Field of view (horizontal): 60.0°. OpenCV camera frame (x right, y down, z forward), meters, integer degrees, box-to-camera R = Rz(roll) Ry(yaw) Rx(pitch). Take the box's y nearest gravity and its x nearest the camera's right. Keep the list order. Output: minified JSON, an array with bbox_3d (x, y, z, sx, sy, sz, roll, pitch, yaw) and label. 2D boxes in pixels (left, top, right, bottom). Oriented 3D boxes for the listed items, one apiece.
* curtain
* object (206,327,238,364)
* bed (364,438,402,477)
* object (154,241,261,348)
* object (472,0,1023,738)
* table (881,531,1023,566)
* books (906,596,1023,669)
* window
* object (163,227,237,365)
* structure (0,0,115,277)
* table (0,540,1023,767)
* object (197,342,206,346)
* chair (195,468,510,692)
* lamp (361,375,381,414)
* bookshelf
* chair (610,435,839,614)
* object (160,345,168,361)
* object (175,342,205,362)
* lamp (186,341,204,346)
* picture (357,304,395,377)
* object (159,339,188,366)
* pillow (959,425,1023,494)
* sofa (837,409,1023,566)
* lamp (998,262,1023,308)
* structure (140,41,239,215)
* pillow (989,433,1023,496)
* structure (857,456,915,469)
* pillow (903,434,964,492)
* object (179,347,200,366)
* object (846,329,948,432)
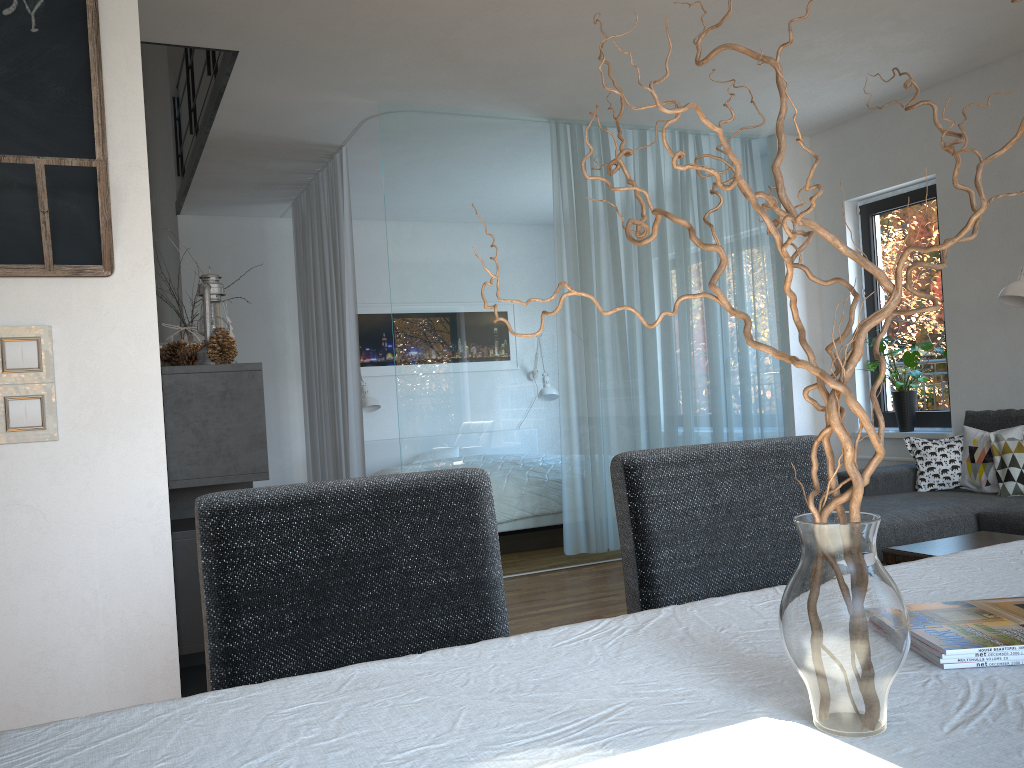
[{"bbox_3d":[-1.378,-0.164,6.582,0.154,2.733,1.809,-4,0,-23],"label":"curtain"},{"bbox_3d":[-0.751,-0.099,2.295,0.078,0.101,0.086,-4,0,-11],"label":"object"},{"bbox_3d":[-0.147,0.808,7.228,2.165,0.763,2.442,-3,-1,-25],"label":"bed"},{"bbox_3d":[-1.102,-0.270,3.137,0.426,0.522,0.298,-3,0,-28],"label":"object"},{"bbox_3d":[0.251,-0.086,0.823,0.615,0.785,0.403,-4,0,40],"label":"object"},{"bbox_3d":[1.901,0.783,2.926,0.570,0.409,1.180,-3,-1,-25],"label":"table"},{"bbox_3d":[0.581,0.278,1.011,0.278,0.022,0.204,-4,-1,2],"label":"books"},{"bbox_3d":[12.096,1.274,15.896,24.368,18.370,13.981,-3,0,-19],"label":"window"},{"bbox_3d":[-0.828,-0.231,2.370,0.163,0.383,0.154,-4,0,-9],"label":"object"},{"bbox_3d":[-1.127,-0.624,1.862,0.495,0.775,0.185,-3,0,-25],"label":"structure"},{"bbox_3d":[0.408,0.677,0.839,1.856,0.763,1.236,-3,-1,-24],"label":"table"},{"bbox_3d":[-0.957,-0.077,2.702,0.108,0.108,0.094,-4,-1,33],"label":"object"},{"bbox_3d":[-0.128,0.618,1.178,0.461,0.960,0.545,-4,0,-25],"label":"chair"},{"bbox_3d":[-1.368,-0.074,7.713,0.200,0.670,0.698,-4,-1,-34],"label":"lamp"},{"bbox_3d":[-0.947,0.575,2.718,0.237,1.200,1.190,-4,0,-25],"label":"bookshelf"},{"bbox_3d":[0.510,0.582,1.473,0.461,0.960,0.545,-4,0,-20],"label":"chair"},{"bbox_3d":[-1.061,-0.070,2.757,0.097,0.102,0.099,-4,-1,36],"label":"object"},{"bbox_3d":[-0.931,-0.074,2.634,0.114,0.101,0.110,-3,-1,-42],"label":"object"},{"bbox_3d":[-1.050,-0.079,3.013,0.098,0.131,0.106,-4,0,-12],"label":"lamp"},{"bbox_3d":[-0.723,-0.434,8.395,1.705,0.663,0.021,-3,0,-25],"label":"picture"},{"bbox_3d":[-1.014,-0.082,2.650,0.097,0.106,0.090,-4,0,-4],"label":"object"},{"bbox_3d":[2.445,0.386,4.543,0.173,0.344,0.360,-3,-1,-25],"label":"pillow"},{"bbox_3d":[2.233,0.565,3.650,2.162,0.848,2.509,-3,-1,-25],"label":"sofa"},{"bbox_3d":[2.706,-0.714,4.393,0.698,0.670,0.200,-3,0,-16],"label":"lamp"},{"bbox_3d":[-2.989,-0.555,5.021,2.684,4.131,4.584,-3,-1,-26],"label":"structure"},{"bbox_3d":[2.610,0.392,4.360,0.454,0.363,0.242,-4,-1,32],"label":"pillow"},{"bbox_3d":[2.533,0.697,5.635,0.076,0.459,0.817,-4,-1,-27],"label":"structure"},{"bbox_3d":[2.273,0.427,4.704,0.334,0.320,0.160,-4,0,11],"label":"pillow"},{"bbox_3d":[-0.910,-0.068,2.559,0.098,0.084,0.078,-3,-1,-24],"label":"object"},{"bbox_3d":[2.429,-0.024,5.651,0.447,0.675,0.658,-3,-1,-34],"label":"object"}]
